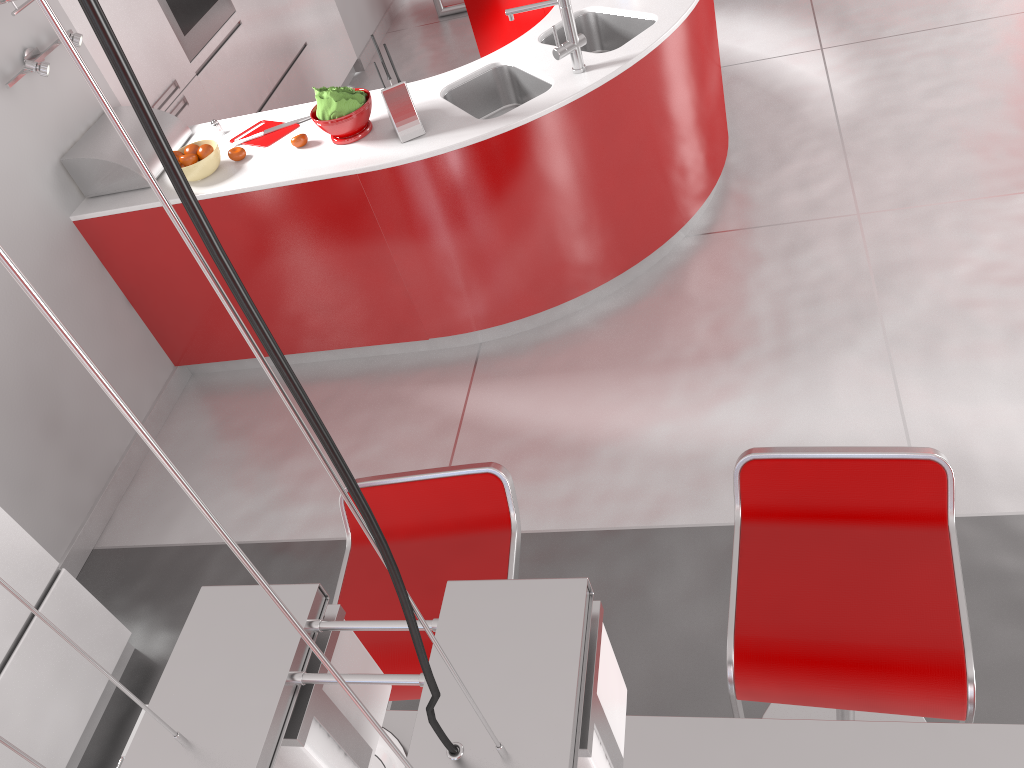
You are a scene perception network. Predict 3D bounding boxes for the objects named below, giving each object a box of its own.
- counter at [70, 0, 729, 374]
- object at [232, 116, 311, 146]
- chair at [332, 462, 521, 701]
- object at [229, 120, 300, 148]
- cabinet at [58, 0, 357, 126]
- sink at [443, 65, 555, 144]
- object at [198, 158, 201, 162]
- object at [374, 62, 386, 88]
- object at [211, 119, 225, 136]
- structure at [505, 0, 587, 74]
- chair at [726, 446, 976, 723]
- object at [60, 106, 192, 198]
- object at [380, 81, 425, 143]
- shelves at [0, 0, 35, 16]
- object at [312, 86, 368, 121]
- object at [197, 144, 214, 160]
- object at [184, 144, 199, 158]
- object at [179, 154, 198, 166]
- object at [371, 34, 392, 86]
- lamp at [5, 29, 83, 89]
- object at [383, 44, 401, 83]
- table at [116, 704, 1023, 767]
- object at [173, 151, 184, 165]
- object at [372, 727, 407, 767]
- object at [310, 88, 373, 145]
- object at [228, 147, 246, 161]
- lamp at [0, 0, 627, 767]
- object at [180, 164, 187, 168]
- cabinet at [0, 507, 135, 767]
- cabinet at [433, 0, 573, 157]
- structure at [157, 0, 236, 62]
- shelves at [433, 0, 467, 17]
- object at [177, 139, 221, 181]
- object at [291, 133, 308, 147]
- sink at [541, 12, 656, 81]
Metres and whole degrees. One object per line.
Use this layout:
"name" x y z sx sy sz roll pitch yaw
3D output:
"counter" -0.211 -1.036 3.891 1.868 0.880 2.865 24 58 39
"object" -0.910 -0.996 3.440 0.375 0.008 0.041 -21 41 -1
"chair" -0.109 0.639 2.079 0.418 0.857 0.460 -8 43 13
"object" -0.963 -0.974 3.448 0.266 0.006 0.168 17 53 35
"cabinet" -1.744 -1.976 4.626 0.614 2.026 2.398 -5 44 17
"sink" -0.033 -0.993 3.269 0.326 0.172 0.428 -31 43 -13
"object" -1.158 -0.859 3.349 0.065 0.056 0.059 -8 43 13
"object" -0.430 -0.999 3.037 0.009 0.197 0.091 -25 42 -5
"object" -1.179 -1.025 3.541 0.043 0.066 0.042 5 47 26
"structure" 0.086 -1.459 2.863 0.308 0.920 0.178 -37 44 -18
"chair" 0.689 0.573 1.838 0.418 0.857 0.460 -1 45 20
"object" -1.505 -0.936 3.486 0.300 0.170 0.400 -5 44 17
"object" -0.385 -0.954 3.066 0.091 0.178 0.137 -23 41 -4
"shelves" -1.343 -1.746 2.594 0.934 1.023 0.462 -5 44 17
"object" -0.601 -0.996 3.164 0.198 0.182 0.193 -1 45 21
"object" -1.140 -0.864 3.295 0.066 0.049 0.062 1 45 22
"object" -1.198 -0.872 3.327 0.066 0.049 0.062 -7 43 14
"object" -1.194 -0.831 3.281 0.065 0.052 0.062 -16 42 5
"object" -0.412 -1.024 3.036 0.014 0.322 0.150 -25 42 -5
"lamp" -1.691 -1.199 3.236 0.155 0.081 0.454 -5 44 17
"object" -0.380 -1.019 3.042 0.012 0.279 0.130 -25 42 -5
"table" 0.255 1.110 1.325 1.700 1.000 0.800 -5 44 17
"object" -1.248 -0.841 3.307 0.055 0.058 0.066 -15 42 6
"object" -0.248 0.601 1.296 0.217 0.015 0.217 27 59 40
"object" -0.598 -0.956 3.201 0.229 0.118 0.228 -24 42 -5
"object" -1.029 -0.861 3.324 0.065 0.047 0.063 -5 43 16
"lamp" -0.207 -0.006 0.293 0.304 1.025 0.304 -5 44 17
"object" -1.213 -0.818 3.325 0.055 0.058 0.066 -1 45 21
"cabinet" -1.731 1.216 2.079 0.610 0.880 1.802 -5 44 17
"cabinet" -0.471 -1.066 3.975 1.875 0.761 1.025 -35 44 -17
"structure" -1.538 -1.935 4.194 0.050 0.589 0.599 -5 44 17
"shelves" -0.044 -3.639 5.305 1.735 2.599 0.535 -5 44 17
"object" -1.174 -0.822 3.310 0.201 0.086 0.201 -4 44 17
"object" -0.783 -0.898 3.264 0.064 0.048 0.063 -20 41 0
"sink" 0.346 -1.264 3.410 0.326 0.172 0.428 -40 45 -21
